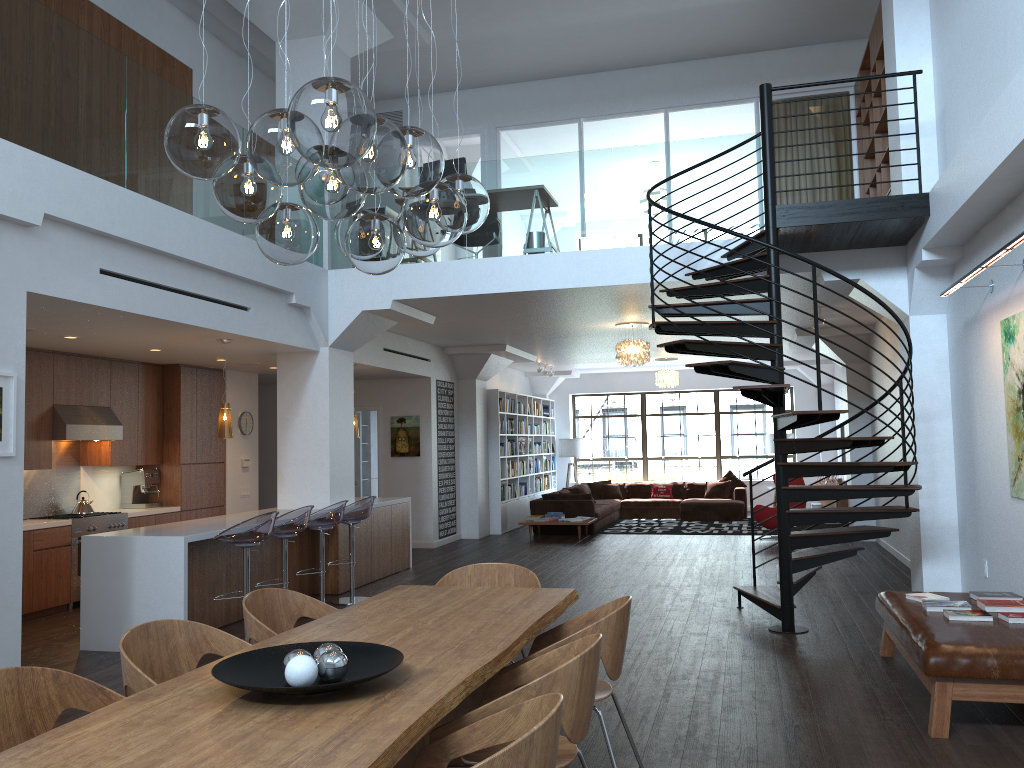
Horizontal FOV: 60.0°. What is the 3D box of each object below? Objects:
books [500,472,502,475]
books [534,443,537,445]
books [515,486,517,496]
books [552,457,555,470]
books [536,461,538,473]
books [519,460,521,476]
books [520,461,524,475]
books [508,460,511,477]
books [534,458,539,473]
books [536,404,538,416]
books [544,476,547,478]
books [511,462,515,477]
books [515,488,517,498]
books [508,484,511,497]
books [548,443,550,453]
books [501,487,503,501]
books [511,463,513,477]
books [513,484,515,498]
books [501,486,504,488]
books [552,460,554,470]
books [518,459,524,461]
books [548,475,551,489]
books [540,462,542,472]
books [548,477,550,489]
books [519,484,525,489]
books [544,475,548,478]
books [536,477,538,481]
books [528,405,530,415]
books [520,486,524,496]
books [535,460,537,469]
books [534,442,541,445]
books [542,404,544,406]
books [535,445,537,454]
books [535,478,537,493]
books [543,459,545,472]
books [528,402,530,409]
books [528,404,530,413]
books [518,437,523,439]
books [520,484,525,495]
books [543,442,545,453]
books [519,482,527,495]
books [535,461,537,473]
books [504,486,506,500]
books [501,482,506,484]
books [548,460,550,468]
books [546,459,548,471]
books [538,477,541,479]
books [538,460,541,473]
[{"bbox_3d":[-0.278,1.515,14.989,0.174,0.032,0.254,-2,-4,10],"label":"books"},{"bbox_3d":[0.423,1.281,17.538,0.140,0.206,0.042,-2,-4,15],"label":"books"},{"bbox_3d":[0.002,1.928,15.850,0.161,0.207,0.135,-2,-4,14],"label":"books"},{"bbox_3d":[0.833,1.706,19.053,0.176,0.290,0.053,-2,-4,15],"label":"books"},{"bbox_3d":[0.413,1.625,17.443,0.182,0.253,0.098,-2,-4,15],"label":"books"},{"bbox_3d":[0.069,1.528,16.183,0.176,0.290,0.053,-2,-4,14],"label":"books"},{"bbox_3d":[0.137,1.560,16.409,0.183,0.253,0.034,-2,-4,14],"label":"books"},{"bbox_3d":[-0.103,1.489,15.564,0.176,0.290,0.053,-2,-4,15],"label":"books"},{"bbox_3d":[0.423,1.613,17.549,0.197,0.290,0.136,-2,-4,15],"label":"books"},{"bbox_3d":[0.428,0.521,17.711,0.171,0.246,0.057,-2,-4,15],"label":"books"},{"bbox_3d":[0.624,2.040,18.290,0.198,0.284,0.066,-2,-4,15],"label":"books"},{"bbox_3d":[-0.046,1.520,15.764,0.183,0.253,0.034,-2,-4,15],"label":"books"},{"bbox_3d":[-0.021,1.911,15.798,0.174,0.236,0.142,-2,-4,14],"label":"books"},{"bbox_3d":[-0.108,1.880,15.482,0.183,0.253,0.042,-2,-4,15],"label":"books"},{"bbox_3d":[0.703,1.348,18.610,0.161,0.207,0.135,-2,-4,14],"label":"books"},{"bbox_3d":[-0.240,1.855,14.944,0.174,0.240,0.054,-2,-4,15],"label":"books"},{"bbox_3d":[-0.064,1.519,15.684,0.171,0.246,0.057,-2,-4,15],"label":"books"},{"bbox_3d":[-0.043,1.896,15.711,0.183,0.253,0.042,-2,-4,15],"label":"books"},{"bbox_3d":[-0.221,1.856,15.056,0.183,0.253,0.042,-2,-4,15],"label":"books"},{"bbox_3d":[0.799,1.736,18.903,0.161,0.213,0.118,-2,-4,15],"label":"books"},{"bbox_3d":[0.136,1.544,16.447,0.176,0.290,0.036,-2,-4,14],"label":"books"},{"bbox_3d":[0.718,2.057,18.608,0.176,0.290,0.053,-2,-4,15],"label":"books"},{"bbox_3d":[0.507,1.664,17.811,0.161,0.222,0.084,-2,-4,15],"label":"books"},{"bbox_3d":[0.700,2.074,18.526,0.171,0.246,0.057,-2,-4,15],"label":"books"},{"bbox_3d":[0.176,1.970,16.497,0.146,0.202,0.027,-2,-4,15],"label":"books"},{"bbox_3d":[0.682,2.039,18.391,0.140,0.298,0.044,-2,-4,15],"label":"books"},{"bbox_3d":[0.428,1.987,17.482,0.176,0.290,0.053,-2,-4,14],"label":"books"},{"bbox_3d":[0.237,0.483,16.995,0.174,0.236,0.136,-2,-4,14],"label":"books"},{"bbox_3d":[0.146,1.978,16.384,0.126,0.173,0.032,-2,-4,15],"label":"books"},{"bbox_3d":[0.390,1.621,17.400,0.182,0.255,0.077,-2,-4,15],"label":"books"},{"bbox_3d":[0.519,1.290,17.895,0.140,0.231,0.042,-2,-4,15],"label":"books"},{"bbox_3d":[0.566,0.553,18.294,0.183,0.253,0.042,-2,-4,15],"label":"books"},{"bbox_3d":[0.433,1.298,17.499,0.107,0.167,0.016,-2,-4,15],"label":"books"},{"bbox_3d":[0.392,1.984,17.377,0.198,0.284,0.066,-2,-4,14],"label":"books"},{"bbox_3d":[0.577,1.664,18.087,0.174,0.251,0.051,-2,-4,15],"label":"books"},{"bbox_3d":[0.268,0.483,17.127,0.160,0.251,0.031,-2,-4,15],"label":"books"},{"bbox_3d":[0.259,0.500,17.045,0.161,0.207,0.130,-2,-4,14],"label":"books"},{"bbox_3d":[0.063,0.989,16.221,0.223,0.027,0.161,-3,-4,24],"label":"books"},{"bbox_3d":[0.161,1.969,16.473,0.146,0.202,0.027,-2,-4,15],"label":"books"},{"bbox_3d":[0.574,1.301,18.130,0.174,0.240,0.054,-2,-4,15],"label":"books"},{"bbox_3d":[0.210,1.966,16.661,0.140,0.231,0.042,-2,-4,15],"label":"books"},{"bbox_3d":[0.387,1.624,17.360,0.174,0.243,0.085,-2,-4,15],"label":"books"},{"bbox_3d":[-0.199,1.861,15.135,0.180,0.251,0.048,-2,-4,15],"label":"books"},{"bbox_3d":[-0.235,1.665,14.984,0.223,0.027,0.161,-3,-4,24],"label":"books"},{"bbox_3d":[0.703,1.709,18.588,0.168,0.228,0.139,-2,-4,15],"label":"books"},{"bbox_3d":[0.646,1.682,18.372,0.183,0.253,0.042,-2,-4,15],"label":"books"},{"bbox_3d":[0.495,2.004,17.746,0.176,0.290,0.036,-2,-4,14],"label":"books"},{"bbox_3d":[0.471,1.645,17.690,0.174,0.242,0.105,-2,-4,15],"label":"books"}]
